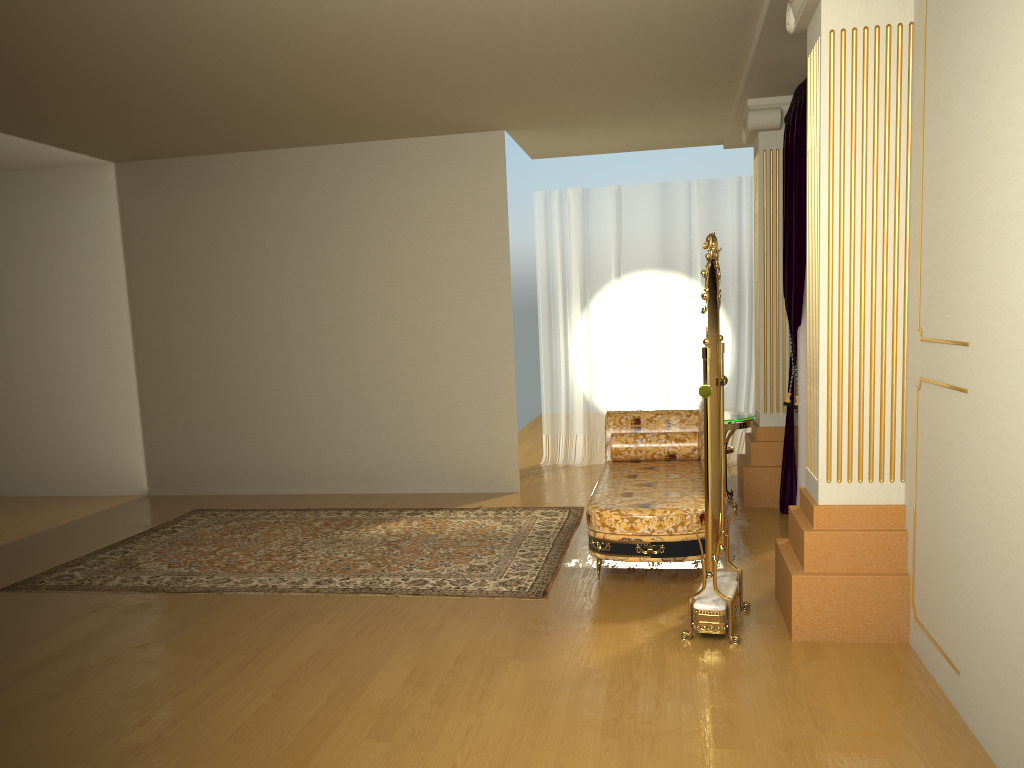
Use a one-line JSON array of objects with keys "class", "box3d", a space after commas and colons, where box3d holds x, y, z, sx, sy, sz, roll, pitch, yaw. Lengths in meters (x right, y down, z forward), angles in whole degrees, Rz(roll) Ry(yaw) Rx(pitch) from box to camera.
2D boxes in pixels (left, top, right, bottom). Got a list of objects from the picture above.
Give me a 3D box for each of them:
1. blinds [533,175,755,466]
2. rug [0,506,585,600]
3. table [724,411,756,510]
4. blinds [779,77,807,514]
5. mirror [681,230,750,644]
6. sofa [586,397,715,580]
[{"class": "blinds", "box3d": [1.247, -0.508, 7.908, 2.166, 2.528, 0.162, -1, 8, 13]}, {"class": "rug", "box3d": [-1.157, 1.012, 5.642, 3.079, 0.017, 2.100, -2, 4, 10]}, {"class": "table", "box3d": [1.430, 0.543, 6.265, 0.569, 0.649, 0.569, -7, 8, -34]}, {"class": "blinds", "box3d": [1.740, -0.386, 4.911, 0.339, 2.676, 2.216, -1, 7, 11]}, {"class": "mirror", "box3d": [0.868, 0.211, 3.784, 0.243, 1.715, 0.536, 0, 8, 20]}, {"class": "sofa", "box3d": [0.818, 0.533, 5.145, 0.693, 0.878, 1.878, -1, 5, 10]}]
